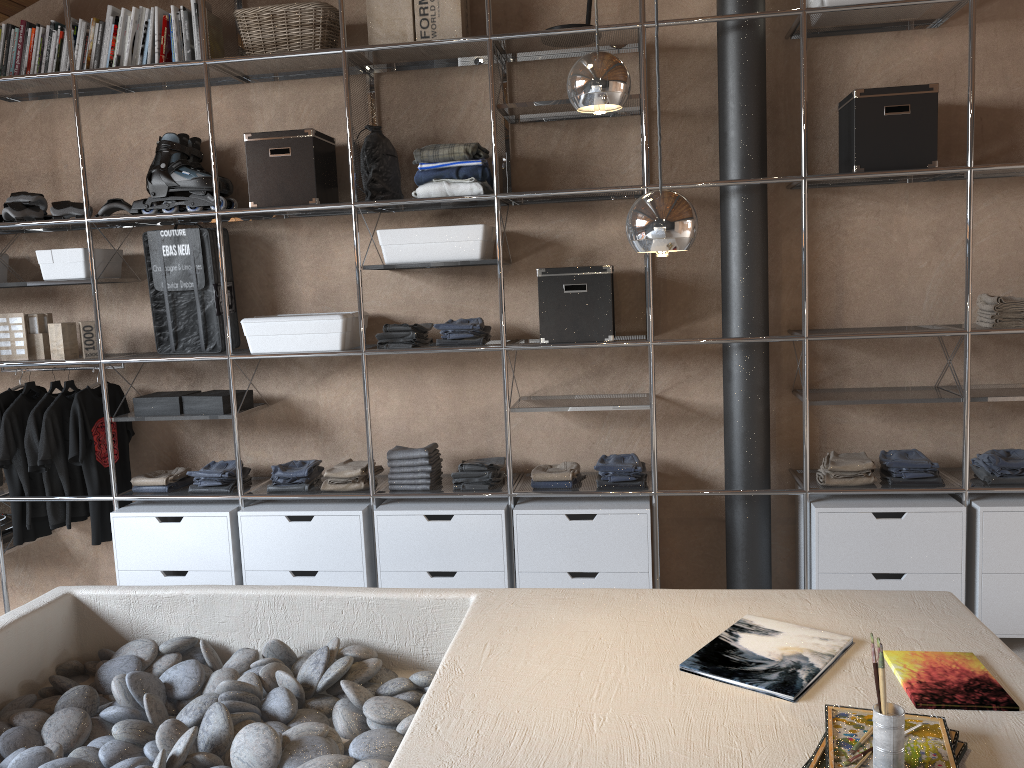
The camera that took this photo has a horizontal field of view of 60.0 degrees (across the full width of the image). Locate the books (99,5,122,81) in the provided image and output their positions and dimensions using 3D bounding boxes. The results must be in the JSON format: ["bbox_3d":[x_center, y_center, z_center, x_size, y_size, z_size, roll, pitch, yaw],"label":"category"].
[{"bbox_3d":[-1.635,-1.402,3.653,0.088,0.264,0.143,-2,7,8],"label":"books"}]

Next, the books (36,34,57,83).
[{"bbox_3d":[-1.915,-1.345,3.670,0.058,0.169,0.119,-2,7,8],"label":"books"}]

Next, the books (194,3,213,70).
[{"bbox_3d":[-1.235,-1.396,3.574,0.010,0.231,0.129,-2,7,8],"label":"books"}]

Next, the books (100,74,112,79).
[{"bbox_3d":[-1.665,-1.369,3.642,0.070,0.200,0.120,-2,7,8],"label":"books"}]

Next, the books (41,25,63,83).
[{"bbox_3d":[-1.893,-1.363,3.674,0.072,0.204,0.125,-2,7,8],"label":"books"}]

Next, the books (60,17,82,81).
[{"bbox_3d":[-1.800,-1.376,3.649,0.076,0.227,0.122,-2,7,8],"label":"books"}]

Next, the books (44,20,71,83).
[{"bbox_3d":[-1.871,-1.373,3.680,0.074,0.220,0.161,-2,7,8],"label":"books"}]

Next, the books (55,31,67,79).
[{"bbox_3d":[-1.829,-1.348,3.647,0.056,0.171,0.111,-2,7,8],"label":"books"}]

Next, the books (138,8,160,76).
[{"bbox_3d":[-1.471,-1.397,3.632,0.073,0.229,0.148,-2,7,8],"label":"books"}]

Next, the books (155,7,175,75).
[{"bbox_3d":[-1.410,-1.394,3.612,0.033,0.234,0.148,-2,7,8],"label":"books"}]

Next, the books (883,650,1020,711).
[{"bbox_3d":[0.900,0.612,1.838,0.188,0.013,0.251,-2,7,9],"label":"books"}]

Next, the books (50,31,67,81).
[{"bbox_3d":[-1.855,-1.349,3.655,0.054,0.173,0.112,-2,7,8],"label":"books"}]

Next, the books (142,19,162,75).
[{"bbox_3d":[-1.456,-1.381,3.624,0.063,0.197,0.137,-2,7,8],"label":"books"}]

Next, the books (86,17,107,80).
[{"bbox_3d":[-1.694,-1.376,3.644,0.070,0.215,0.133,-2,7,9],"label":"books"}]

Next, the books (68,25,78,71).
[{"bbox_3d":[-1.767,-1.363,3.655,0.065,0.189,0.138,-2,7,8],"label":"books"}]

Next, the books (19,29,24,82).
[{"bbox_3d":[-2.021,-1.367,3.712,0.063,0.211,0.147,-1,7,10],"label":"books"}]

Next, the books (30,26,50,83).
[{"bbox_3d":[-1.935,-1.358,3.669,0.063,0.197,0.127,-2,7,8],"label":"books"}]

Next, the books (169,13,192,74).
[{"bbox_3d":[-1.347,-1.383,3.616,0.014,0.206,0.149,-2,7,8],"label":"books"}]

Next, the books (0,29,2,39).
[{"bbox_3d":[-2.116,-1.365,3.720,0.067,0.202,0.149,-2,7,8],"label":"books"}]

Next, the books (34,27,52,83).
[{"bbox_3d":[-1.923,-1.360,3.674,0.063,0.197,0.127,-2,7,8],"label":"books"}]

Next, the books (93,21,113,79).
[{"bbox_3d":[-1.665,-1.370,3.642,0.071,0.201,0.123,-2,7,8],"label":"books"}]

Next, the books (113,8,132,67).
[{"bbox_3d":[-1.560,-1.391,3.613,0.073,0.229,0.148,-2,7,8],"label":"books"}]

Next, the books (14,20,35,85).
[{"bbox_3d":[-2.006,-1.377,3.697,0.081,0.233,0.143,-2,7,8],"label":"books"}]

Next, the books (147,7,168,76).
[{"bbox_3d":[-1.433,-1.391,3.611,0.053,0.232,0.148,-2,7,8],"label":"books"}]

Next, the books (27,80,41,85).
[{"bbox_3d":[-1.983,-1.362,3.702,0.063,0.201,0.130,-2,7,8],"label":"books"}]

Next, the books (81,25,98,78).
[{"bbox_3d":[-1.722,-1.364,3.657,0.064,0.186,0.120,-2,7,8],"label":"books"}]

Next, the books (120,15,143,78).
[{"bbox_3d":[-1.547,-1.381,3.639,0.066,0.214,0.164,-2,7,9],"label":"books"}]

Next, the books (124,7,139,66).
[{"bbox_3d":[-1.514,-1.392,3.607,0.073,0.229,0.148,-2,7,8],"label":"books"}]

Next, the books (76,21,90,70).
[{"bbox_3d":[-1.737,-1.369,3.652,0.068,0.202,0.131,-2,7,8],"label":"books"}]

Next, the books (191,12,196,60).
[{"bbox_3d":[-1.261,-1.386,3.607,0.010,0.206,0.130,-2,7,8],"label":"books"}]

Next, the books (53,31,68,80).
[{"bbox_3d":[-1.839,-1.349,3.651,0.054,0.174,0.112,-2,7,8],"label":"books"}]

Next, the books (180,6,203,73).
[{"bbox_3d":[-1.300,-1.396,3.601,0.010,0.231,0.129,-2,7,8],"label":"books"}]

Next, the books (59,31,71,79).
[{"bbox_3d":[-1.818,-1.350,3.654,0.054,0.173,0.112,-2,7,8],"label":"books"}]

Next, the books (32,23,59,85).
[{"bbox_3d":[-1.938,-1.372,3.703,0.064,0.214,0.177,-2,7,8],"label":"books"}]

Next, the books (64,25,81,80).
[{"bbox_3d":[-1.791,-1.361,3.642,0.059,0.194,0.111,-2,7,8],"label":"books"}]

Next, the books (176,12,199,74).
[{"bbox_3d":[-1.320,-1.388,3.617,0.014,0.213,0.136,-2,7,8],"label":"books"}]

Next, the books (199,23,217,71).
[{"bbox_3d":[-1.221,-1.373,3.583,0.014,0.181,0.131,-2,7,8],"label":"books"}]

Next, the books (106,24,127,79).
[{"bbox_3d":[-1.612,-1.370,3.647,0.063,0.197,0.137,-2,7,8],"label":"books"}]

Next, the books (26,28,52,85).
[{"bbox_3d":[-1.955,-1.360,3.690,0.074,0.199,0.139,-2,7,8],"label":"books"}]

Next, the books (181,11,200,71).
[{"bbox_3d":[-1.292,-1.381,3.585,0.010,0.208,0.130,-2,7,8],"label":"books"}]

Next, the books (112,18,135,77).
[{"bbox_3d":[-1.576,-1.379,3.634,0.067,0.202,0.149,-2,7,8],"label":"books"}]

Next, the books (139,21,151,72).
[{"bbox_3d":[-1.471,-1.370,3.618,0.057,0.178,0.131,-2,7,8],"label":"books"}]

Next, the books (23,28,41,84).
[{"bbox_3d":[-1.974,-1.359,3.685,0.063,0.197,0.127,-2,7,8],"label":"books"}]

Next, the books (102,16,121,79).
[{"bbox_3d":[-1.626,-1.378,3.636,0.073,0.218,0.118,-2,7,8],"label":"books"}]

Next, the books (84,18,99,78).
[{"bbox_3d":[-1.705,-1.378,3.659,0.068,0.213,0.137,-2,7,8],"label":"books"}]

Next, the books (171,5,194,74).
[{"bbox_3d":[-1.335,-1.397,3.607,0.013,0.234,0.148,-2,7,8],"label":"books"}]

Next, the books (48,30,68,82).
[{"bbox_3d":[-1.864,-1.352,3.662,0.059,0.180,0.117,-2,7,8],"label":"books"}]

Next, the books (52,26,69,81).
[{"bbox_3d":[-1.844,-1.360,3.656,0.059,0.194,0.111,-2,7,8],"label":"books"}]

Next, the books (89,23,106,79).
[{"bbox_3d":[-1.682,-1.365,3.647,0.064,0.194,0.126,-2,7,8],"label":"books"}]

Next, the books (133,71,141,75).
[{"bbox_3d":[-1.530,-1.368,3.627,0.057,0.178,0.131,-2,7,8],"label":"books"}]

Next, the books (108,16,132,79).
[{"bbox_3d":[-1.591,-1.378,3.639,0.073,0.212,0.155,-2,7,8],"label":"books"}]

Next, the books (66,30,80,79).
[{"bbox_3d":[-1.784,-1.351,3.645,0.054,0.173,0.112,-2,7,8],"label":"books"}]

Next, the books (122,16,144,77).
[{"bbox_3d":[-1.537,-1.382,3.639,0.065,0.214,0.170,-2,7,9],"label":"books"}]
